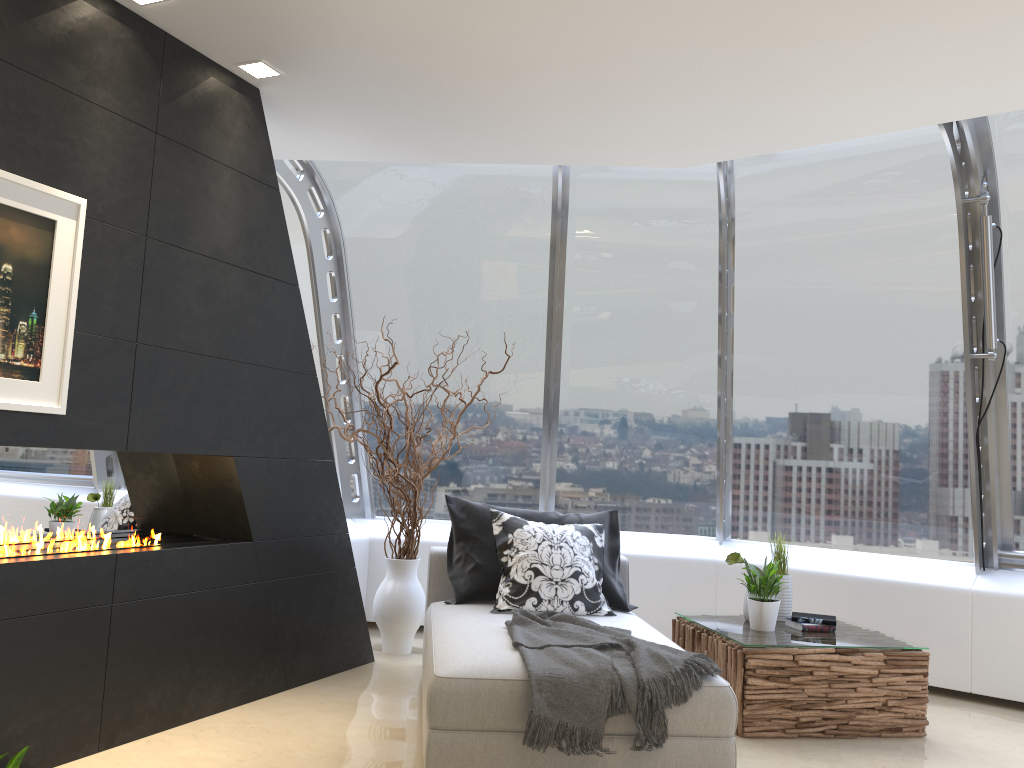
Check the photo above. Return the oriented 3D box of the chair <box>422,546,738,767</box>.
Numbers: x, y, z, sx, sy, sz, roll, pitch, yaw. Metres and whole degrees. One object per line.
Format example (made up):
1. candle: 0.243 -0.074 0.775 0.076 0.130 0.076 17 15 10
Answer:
1. chair: 0.173 1.251 4.264 1.176 0.690 2.068 4 -5 -5

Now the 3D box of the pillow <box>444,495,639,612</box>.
1. pillow: 0.148 0.946 4.926 1.070 0.597 0.510 4 -5 -6

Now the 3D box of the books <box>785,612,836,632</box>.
1. books: 1.571 1.250 4.645 0.265 0.063 0.246 2 -5 11

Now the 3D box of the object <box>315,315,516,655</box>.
1. object: -0.891 0.623 5.591 1.370 2.059 1.508 1 -6 25

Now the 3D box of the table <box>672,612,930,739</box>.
1. table: 1.446 1.487 4.586 1.007 0.436 0.923 4 -5 -10

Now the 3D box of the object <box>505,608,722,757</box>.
1. object: 0.400 1.179 3.648 0.825 0.359 1.024 4 -5 -7

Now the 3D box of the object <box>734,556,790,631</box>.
1. object: 1.287 1.076 4.559 0.215 0.369 0.284 6 -6 -32

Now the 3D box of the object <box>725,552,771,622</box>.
1. object: 1.267 1.092 4.775 0.297 0.370 0.152 5 -6 -21

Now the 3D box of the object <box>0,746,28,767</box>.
1. object: -1.127 0.925 1.819 0.284 0.369 0.215 3 -5 2

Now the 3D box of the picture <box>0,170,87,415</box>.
1. picture: -2.034 -0.395 2.336 0.025 0.804 2.068 1 -6 24

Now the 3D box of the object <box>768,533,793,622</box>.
1. object: 1.476 1.043 4.900 0.153 0.511 0.150 4 -5 -7

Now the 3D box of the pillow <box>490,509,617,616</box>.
1. pillow: 0.207 0.940 4.628 0.683 0.528 0.431 4 -5 -11
